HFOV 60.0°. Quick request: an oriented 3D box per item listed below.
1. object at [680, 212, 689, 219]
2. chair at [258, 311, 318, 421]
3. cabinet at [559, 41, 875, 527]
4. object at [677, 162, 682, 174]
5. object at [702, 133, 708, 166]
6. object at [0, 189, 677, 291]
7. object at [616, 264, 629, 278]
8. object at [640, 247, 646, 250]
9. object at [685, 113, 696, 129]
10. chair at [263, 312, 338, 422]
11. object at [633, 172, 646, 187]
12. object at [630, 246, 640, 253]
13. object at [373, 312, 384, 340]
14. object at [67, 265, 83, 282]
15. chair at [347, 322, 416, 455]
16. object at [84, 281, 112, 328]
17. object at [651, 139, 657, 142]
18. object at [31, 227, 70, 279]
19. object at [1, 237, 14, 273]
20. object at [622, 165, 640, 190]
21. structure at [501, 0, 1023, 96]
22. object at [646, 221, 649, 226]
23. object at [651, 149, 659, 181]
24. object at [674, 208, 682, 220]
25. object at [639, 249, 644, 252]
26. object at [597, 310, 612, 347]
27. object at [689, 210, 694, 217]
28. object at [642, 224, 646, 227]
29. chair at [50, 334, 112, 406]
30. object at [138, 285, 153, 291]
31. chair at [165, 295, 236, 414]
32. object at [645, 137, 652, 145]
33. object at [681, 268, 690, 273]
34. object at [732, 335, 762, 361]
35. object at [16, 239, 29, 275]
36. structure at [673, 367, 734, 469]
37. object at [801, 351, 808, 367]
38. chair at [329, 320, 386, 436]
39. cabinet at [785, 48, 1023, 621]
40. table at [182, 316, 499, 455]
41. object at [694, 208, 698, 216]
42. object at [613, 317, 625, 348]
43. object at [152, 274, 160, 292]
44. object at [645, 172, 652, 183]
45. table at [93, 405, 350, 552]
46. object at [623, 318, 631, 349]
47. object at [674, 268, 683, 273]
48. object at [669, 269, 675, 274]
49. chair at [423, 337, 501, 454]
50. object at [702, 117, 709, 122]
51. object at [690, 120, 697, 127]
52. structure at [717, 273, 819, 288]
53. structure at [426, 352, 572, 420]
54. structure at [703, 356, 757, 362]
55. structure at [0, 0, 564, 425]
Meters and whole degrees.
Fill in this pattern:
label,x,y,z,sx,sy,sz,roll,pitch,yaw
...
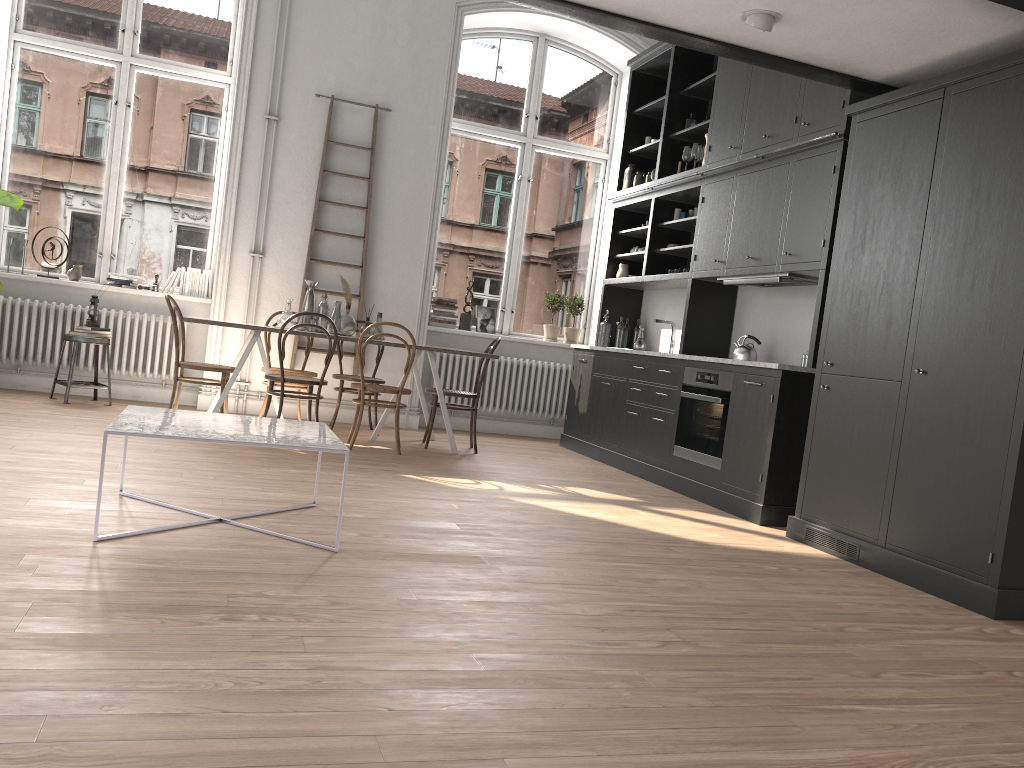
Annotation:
label,x,y,z,sx,sy,sz,roll,pitch,yaw
object,1.409,-1.353,7.255,0.082,0.094,0.140,9,3,36
chair,-1.786,-0.122,7.109,0.438,0.921,0.549,6,3,-21
cabinet,1.443,-1.044,6.700,0.635,3.584,3.248,6,3,-19
object,1.376,-1.753,7.297,0.123,0.161,0.123,7,3,-10
object,1.500,-1.768,6.758,0.094,0.267,0.116,8,3,23
object,-1.590,-0.562,7.049,5.828,1.843,0.791,7,3,-13
object,1.017,-1.014,8.071,0.127,0.144,0.115,5,3,-40
object,1.160,-1.201,7.919,0.055,0.047,0.058,7,3,-4
object,1.475,-2.140,7.329,0.084,0.199,0.065,7,3,3
chair,-1.500,-0.049,6.217,0.438,0.921,0.549,6,3,-23
object,1.141,-1.805,7.906,0.114,0.155,0.114,6,3,-15
object,1.137,-1.205,8.077,0.140,0.100,0.124,5,3,-37
object,-1.039,-0.451,6.904,0.101,0.212,0.101,8,3,21
object,-3.660,-0.931,7.420,0.100,0.142,0.102,5,4,-44
chair,-0.938,0.015,6.369,0.438,0.921,0.549,7,3,-8
object,-3.288,-0.640,7.039,0.163,0.383,0.154,4,4,-45
object,1.290,-2.138,7.964,0.096,0.095,0.096,8,3,16
object,-3.825,-1.091,7.356,0.347,0.425,0.087,8,3,14
object,-4.134,-1.058,7.296,0.095,0.289,0.095,8,3,13
object,1.083,-1.859,8.033,0.118,0.238,0.118,5,3,-33
structure,0.344,-2.262,2.025,5.928,1.213,4.155,6,3,-19
object,1.203,-1.387,7.762,0.064,0.069,0.064,9,3,29
object,1.256,-1.875,7.498,0.134,0.358,0.134,9,3,26
object,1.380,-1.382,7.365,0.059,0.135,0.082,9,4,39
object,1.157,-1.181,7.920,0.058,0.033,0.055,5,3,-44
object,0.856,-0.507,8.111,0.109,0.349,0.108,5,4,-37
object,1.475,-1.370,7.341,0.082,0.135,0.059,8,3,9
object,1.181,-1.382,7.844,0.071,0.047,0.071,8,3,19
chair,-3.371,-0.117,6.989,0.364,0.523,0.360,4,4,-45
object,-3.149,-0.828,7.619,0.088,0.048,0.153,8,3,21
chair,-2.253,-0.151,6.393,0.549,0.921,0.437,7,3,-10
object,1.236,-2.169,8.057,0.059,0.135,0.082,8,3,9
object,1.382,-0.878,6.935,0.104,0.059,0.088,7,3,-10
object,1.633,-0.251,6.183,0.171,0.186,0.171,7,3,-8
object,-4.006,-1.041,7.279,0.095,0.289,0.095,7,3,4
structure,1.527,0.240,6.012,0.618,0.623,0.621,6,3,-19
object,1.897,-0.156,5.719,0.040,0.116,0.080,6,3,-14
chair,-1.271,-0.068,7.366,0.438,0.921,0.549,7,3,-12
cabinet,2.170,-0.242,4.288,0.634,2.372,1.400,6,3,-19
table,-1.349,0.018,6.729,2.201,0.780,1.099,6,3,-19
object,1.513,-1.359,7.207,0.059,0.135,0.081,5,3,-36
object,0.984,-0.463,8.089,0.086,0.301,0.086,5,3,-33
object,-3.045,-0.865,7.590,0.088,0.153,0.048,10,4,41
object,1.223,-1.788,7.827,0.096,0.150,0.096,6,3,-30
table,-1.166,0.363,3.612,0.849,0.392,0.848,6,3,-19
object,1.050,-0.460,8.194,0.086,0.301,0.086,7,3,-4
object,1.331,-0.888,7.023,0.088,0.059,0.104,5,3,-40
object,1.303,-0.896,7.132,0.088,0.059,0.104,6,3,-30
chair,-0.410,0.055,6.993,0.549,0.921,0.437,7,3,-6
object,1.596,-2.113,7.308,0.065,0.177,0.084,7,3,3
object,1.487,-2.097,7.244,0.053,0.125,0.041,9,4,38
structure,1.776,-0.716,6.014,0.379,0.123,0.843,6,3,-19
structure,-0.061,0.012,8.539,1.578,0.552,0.194,6,3,-19
structure,1.582,-0.151,5.996,0.427,0.011,0.592,6,2,-19
structure,-1.558,-1.915,7.794,5.183,4.476,0.340,6,3,-18
